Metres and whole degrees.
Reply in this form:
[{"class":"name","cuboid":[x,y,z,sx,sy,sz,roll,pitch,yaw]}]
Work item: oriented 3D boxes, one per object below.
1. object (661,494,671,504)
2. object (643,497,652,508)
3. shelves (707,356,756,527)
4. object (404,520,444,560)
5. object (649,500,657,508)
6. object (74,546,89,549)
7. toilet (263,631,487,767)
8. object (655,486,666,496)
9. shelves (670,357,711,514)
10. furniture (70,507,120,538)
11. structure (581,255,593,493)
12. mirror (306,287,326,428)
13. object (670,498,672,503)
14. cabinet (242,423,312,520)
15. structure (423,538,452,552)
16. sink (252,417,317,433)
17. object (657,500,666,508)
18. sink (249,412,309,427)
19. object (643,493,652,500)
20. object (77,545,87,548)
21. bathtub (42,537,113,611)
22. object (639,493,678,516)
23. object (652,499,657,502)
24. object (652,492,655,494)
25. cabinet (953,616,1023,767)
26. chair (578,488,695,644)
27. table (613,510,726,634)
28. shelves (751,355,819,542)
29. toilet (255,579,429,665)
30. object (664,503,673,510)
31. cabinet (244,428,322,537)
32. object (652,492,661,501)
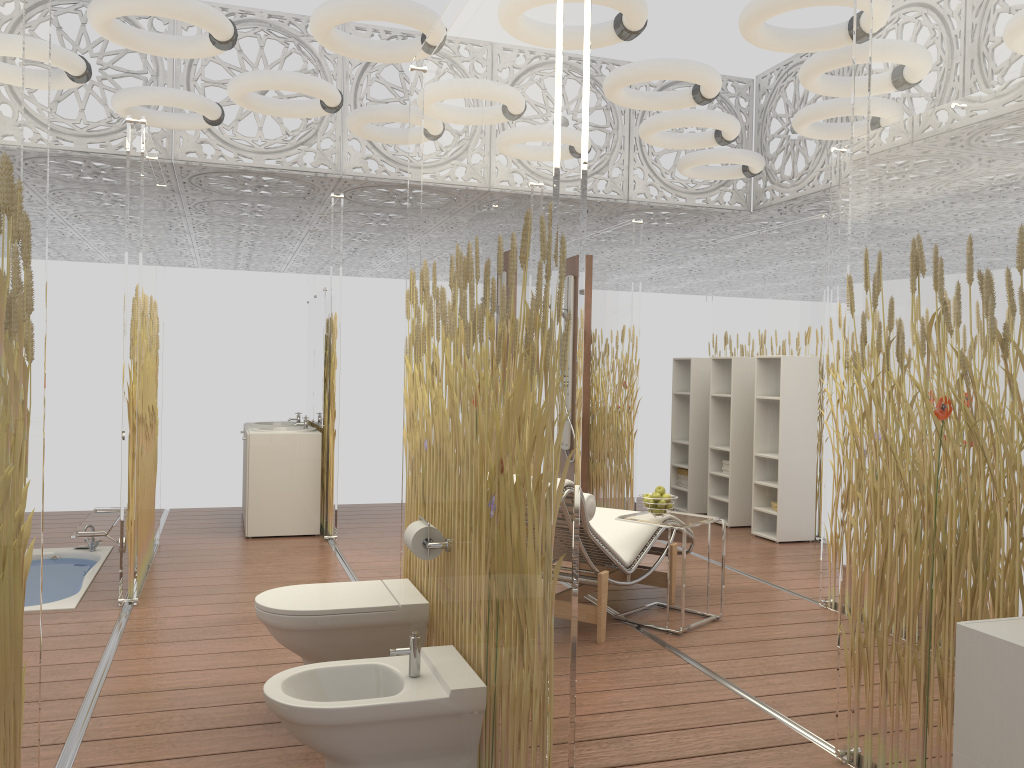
[{"class":"object","cuboid":[0.808,0.600,4.642,0.050,0.054,0.055,2,1,41]},{"class":"object","cuboid":[0.720,0.622,4.662,0.058,0.058,0.058,2,1,39]},{"class":"shelves","cuboid":[1.981,0.493,7.819,0.344,1.460,0.366,1,1,-18]},{"class":"object","cuboid":[-0.307,0.543,3.089,0.115,0.115,0.131,1,1,-18]},{"class":"object","cuboid":[0.733,0.624,4.622,0.040,0.040,0.039,1,1,-26]},{"class":"object","cuboid":[-2.985,1.137,6.161,0.108,0.011,0.065,1,1,-9]},{"class":"toilet","cuboid":[-0.428,1.002,2.647,0.611,0.506,0.401,1,1,-18]},{"class":"object","cuboid":[0.780,0.563,4.664,0.055,0.056,0.055,1,1,-18]},{"class":"shelves","cuboid":[1.764,0.482,8.488,0.344,1.460,0.366,1,1,-18]},{"class":"furniture","cuboid":[-2.382,0.793,5.134,0.178,0.014,0.977,1,1,-18]},{"class":"structure","cuboid":[0.445,0.001,8.236,0.624,2.402,0.433,1,1,-32]},{"class":"mirror","cuboid":[-1.660,-0.213,7.465,0.009,1.081,1.422,1,1,-18]},{"class":"object","cuboid":[0.818,0.613,4.696,0.055,0.048,0.054,1,1,-25]},{"class":"cabinet","cuboid":[-2.054,0.747,7.734,0.549,0.782,0.643,1,1,-18]},{"class":"structure","cuboid":[-0.274,0.545,3.079,0.080,0.047,0.215,1,1,-18]},{"class":"sink","cuboid":[-1.809,0.391,7.054,0.499,0.266,0.573,1,1,-15]},{"class":"object","cuboid":[0.776,0.622,4.610,0.047,0.045,0.047,1,1,-14]},{"class":"sink","cuboid":[-2.031,0.379,7.737,0.499,0.266,0.573,1,1,-21]},{"class":"object","cuboid":[0.718,0.604,4.705,0.047,0.048,0.047,2,1,34]},{"class":"object","cuboid":[-2.984,1.130,6.160,0.066,0.016,0.035,1,1,-9]},{"class":"bathtub","cuboid":[-2.893,1.270,5.359,0.700,0.582,1.700,1,1,-18]},{"class":"object","cuboid":[0.769,0.642,4.669,0.206,0.105,0.206,2,1,27]},{"class":"object","cuboid":[0.753,0.599,4.650,0.040,0.038,0.040,2,1,43]},{"class":"object","cuboid":[0.761,0.593,4.701,0.040,0.043,0.044,1,1,-3]},{"class":"cabinet","cuboid":[1.284,0.917,1.837,0.358,0.712,0.595,1,1,-18]},{"class":"chair","cuboid":[0.419,0.833,4.815,0.635,0.811,1.787,2,1,32]},{"class":"table","cuboid":[0.831,0.968,4.678,0.420,0.535,0.420,2,1,42]},{"class":"shelves","cuboid":[2.198,0.505,7.151,0.344,1.460,0.366,1,1,-18]},{"class":"toilet","cuboid":[-0.662,1.017,3.367,0.611,0.437,0.401,1,1,-18]},{"class":"object","cuboid":[0.821,0.642,4.654,0.045,0.042,0.045,1,1,-23]},{"class":"cabinet","cuboid":[-1.832,0.759,7.050,0.549,0.782,0.643,1,1,-18]},{"class":"object","cuboid":[0.750,0.588,4.611,0.047,0.045,0.047,1,1,-17]}]
